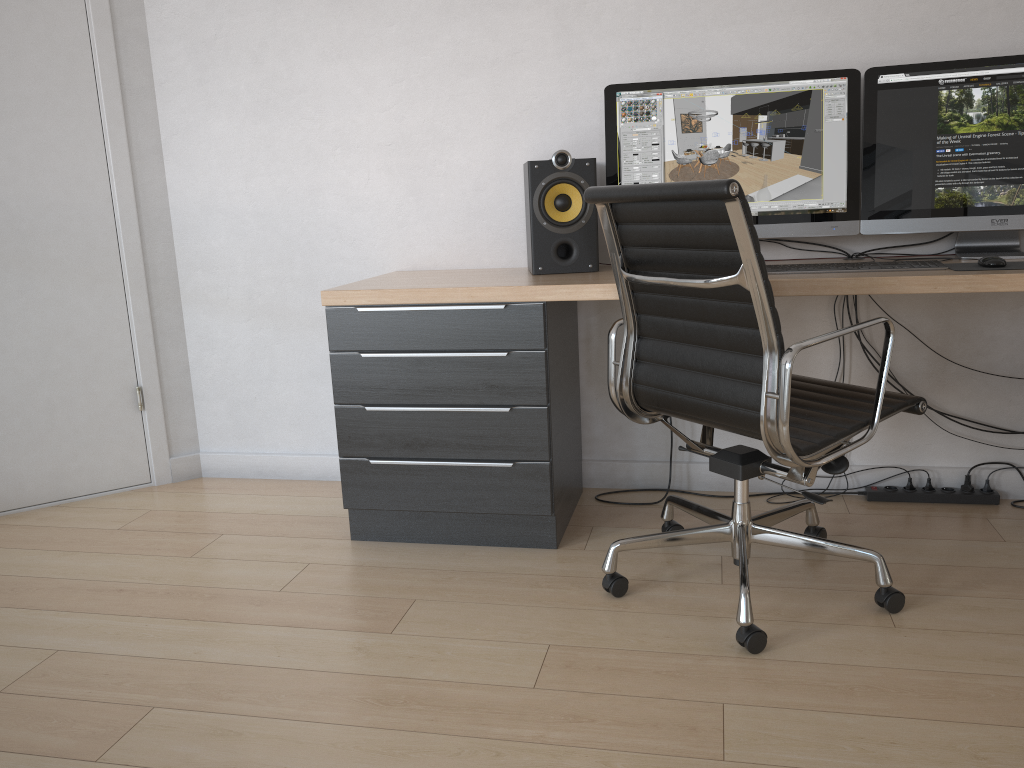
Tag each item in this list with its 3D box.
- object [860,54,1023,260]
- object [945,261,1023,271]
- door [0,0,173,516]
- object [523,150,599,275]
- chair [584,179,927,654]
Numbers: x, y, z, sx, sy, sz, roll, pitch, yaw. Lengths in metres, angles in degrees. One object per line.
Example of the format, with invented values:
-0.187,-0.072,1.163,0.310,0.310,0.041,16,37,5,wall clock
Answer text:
1.344,-0.619,2.439,0.716,0.535,0.190,1,13,18,object
1.228,-0.297,2.233,0.250,0.002,0.200,0,12,13,object
-1.723,-0.603,2.826,0.974,2.136,0.085,-10,14,-31,door
0.146,-0.521,2.687,0.198,0.354,0.249,-3,12,-2,object
0.558,0.012,2.148,0.699,0.991,0.664,-8,13,-25,chair
